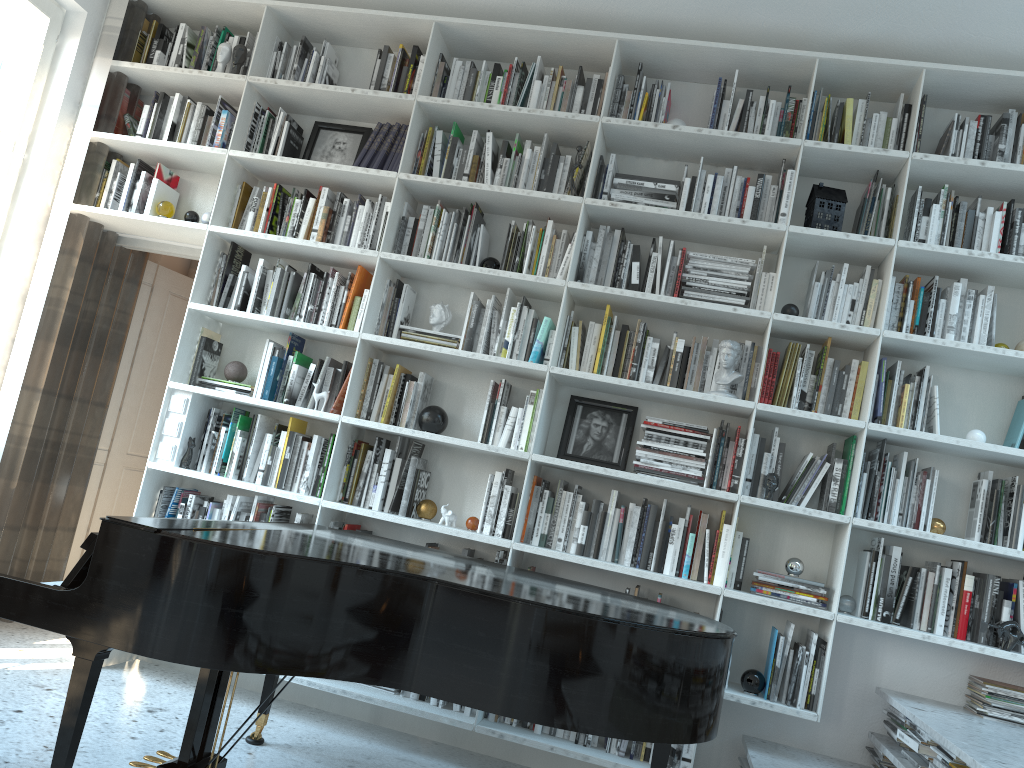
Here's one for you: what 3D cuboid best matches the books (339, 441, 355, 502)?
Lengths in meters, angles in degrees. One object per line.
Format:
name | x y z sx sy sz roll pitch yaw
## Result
books | -0.711 0.397 3.968 0.013 0.275 0.147 11 -7 12

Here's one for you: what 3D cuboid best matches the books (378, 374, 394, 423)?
books | -0.542 0.082 3.981 0.025 0.227 0.153 11 -7 12

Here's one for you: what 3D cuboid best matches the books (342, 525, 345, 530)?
books | -0.744 0.763 3.911 0.010 0.281 0.149 11 -7 12

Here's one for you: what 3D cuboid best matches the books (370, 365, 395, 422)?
books | -0.568 0.059 3.986 0.036 0.263 0.167 11 -7 12

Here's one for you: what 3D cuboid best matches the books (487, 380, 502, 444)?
books | -0.062 0.139 3.889 0.011 0.291 0.156 11 -7 12

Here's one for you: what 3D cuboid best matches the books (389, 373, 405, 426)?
books | -0.496 0.082 3.972 0.014 0.243 0.153 11 -7 12

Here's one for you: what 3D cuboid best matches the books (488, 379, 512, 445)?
books | -0.051 0.137 3.884 0.012 0.298 0.166 11 -7 12

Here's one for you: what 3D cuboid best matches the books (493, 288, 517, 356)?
books | -0.032 -0.247 3.935 0.010 0.329 0.173 11 -7 12

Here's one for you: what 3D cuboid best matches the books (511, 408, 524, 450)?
books | 0.038 0.208 3.851 0.024 0.188 0.172 11 -7 12

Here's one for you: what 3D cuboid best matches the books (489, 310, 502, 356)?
books | -0.069 -0.199 3.943 0.048 0.224 0.149 11 -7 12

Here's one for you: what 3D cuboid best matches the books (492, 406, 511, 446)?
books | -0.041 0.198 3.879 0.030 0.182 0.154 11 -7 12

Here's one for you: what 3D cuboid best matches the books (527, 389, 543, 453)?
books | 0.115 0.174 3.831 0.021 0.281 0.162 11 -7 12

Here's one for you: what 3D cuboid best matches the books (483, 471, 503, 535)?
books | -0.069 0.516 3.816 0.027 0.269 0.159 11 -7 12

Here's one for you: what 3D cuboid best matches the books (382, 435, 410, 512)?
books | -0.514 0.402 3.940 0.013 0.338 0.138 11 -7 12

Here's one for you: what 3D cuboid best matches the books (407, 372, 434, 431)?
books | -0.408 0.088 3.962 0.028 0.265 0.145 11 -7 12

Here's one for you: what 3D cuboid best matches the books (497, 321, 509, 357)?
books | -0.027 -0.173 3.937 0.025 0.189 0.140 11 -7 12

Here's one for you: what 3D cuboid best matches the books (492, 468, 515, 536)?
books | -0.036 0.512 3.820 0.014 0.290 0.132 11 -7 12

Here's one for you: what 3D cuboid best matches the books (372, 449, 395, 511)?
books | -0.545 0.428 3.915 0.027 0.268 0.185 11 -7 12

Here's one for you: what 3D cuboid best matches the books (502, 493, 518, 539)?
books | 0.006 0.570 3.815 0.031 0.194 0.142 11 -7 12

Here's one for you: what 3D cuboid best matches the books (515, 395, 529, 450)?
books | 0.059 0.182 3.841 0.012 0.244 0.171 11 -7 12

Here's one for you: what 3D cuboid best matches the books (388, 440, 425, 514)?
books | -0.462 0.414 3.903 0.050 0.327 0.167 11 -7 12

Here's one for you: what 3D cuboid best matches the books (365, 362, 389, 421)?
books | -0.595 0.049 4.000 0.026 0.274 0.154 11 -7 12

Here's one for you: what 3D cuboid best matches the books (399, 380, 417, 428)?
books | -0.443 0.105 3.950 0.028 0.216 0.175 11 -7 12

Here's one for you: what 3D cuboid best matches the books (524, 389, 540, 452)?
books | 0.099 0.172 3.832 0.011 0.278 0.188 11 -7 12

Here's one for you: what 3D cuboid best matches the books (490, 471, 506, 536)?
books | -0.048 0.517 3.826 0.010 0.277 0.155 11 -7 12

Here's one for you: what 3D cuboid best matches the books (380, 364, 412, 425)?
books | -0.516 0.060 3.958 0.026 0.274 0.190 11 -7 12

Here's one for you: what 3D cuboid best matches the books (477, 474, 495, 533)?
books | -0.102 0.519 3.832 0.012 0.253 0.161 11 -7 12

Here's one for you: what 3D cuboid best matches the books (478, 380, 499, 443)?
books | -0.100 0.134 3.889 0.012 0.284 0.160 11 -7 12

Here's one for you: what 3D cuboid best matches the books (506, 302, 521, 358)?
books | 0.021 -0.207 3.904 0.012 0.265 0.193 11 -7 12

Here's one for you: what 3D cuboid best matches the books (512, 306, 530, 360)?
books | 0.049 -0.197 3.907 0.023 0.259 0.170 11 -7 12

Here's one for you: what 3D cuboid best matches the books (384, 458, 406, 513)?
books | -0.506 0.452 3.922 0.028 0.240 0.136 11 -7 12

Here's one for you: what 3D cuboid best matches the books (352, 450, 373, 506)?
books | -0.637 0.422 3.937 0.042 0.247 0.163 11 -7 12

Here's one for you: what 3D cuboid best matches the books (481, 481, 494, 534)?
books | -0.090 0.536 3.835 0.015 0.225 0.148 11 -7 12

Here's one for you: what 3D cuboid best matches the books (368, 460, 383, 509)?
books | -0.573 0.450 3.920 0.021 0.215 0.172 11 -7 12

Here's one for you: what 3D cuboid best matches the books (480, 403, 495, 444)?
books | -0.093 0.185 3.875 0.025 0.186 0.154 11 -7 12

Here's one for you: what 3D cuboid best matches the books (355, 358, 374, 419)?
books | -0.647 0.035 4.017 0.012 0.284 0.160 11 -7 12

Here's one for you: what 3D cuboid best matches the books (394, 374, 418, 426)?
books | -0.472 0.087 3.983 0.028 0.247 0.143 11 -7 12

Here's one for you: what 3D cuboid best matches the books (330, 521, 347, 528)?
books | -0.799 0.752 3.929 0.012 0.284 0.160 11 -7 12

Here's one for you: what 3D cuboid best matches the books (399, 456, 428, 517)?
books | -0.433 0.453 3.890 0.027 0.260 0.163 11 -7 12

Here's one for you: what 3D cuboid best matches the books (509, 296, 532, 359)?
books | 0.037 -0.220 3.912 0.011 0.300 0.178 11 -7 12

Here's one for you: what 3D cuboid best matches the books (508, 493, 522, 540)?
books | 0.030 0.569 3.797 0.024 0.200 0.158 11 -7 12

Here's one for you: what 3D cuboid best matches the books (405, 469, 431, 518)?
books | -0.411 0.483 3.896 0.023 0.211 0.160 11 -7 12

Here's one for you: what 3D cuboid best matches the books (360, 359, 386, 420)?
books | -0.620 0.039 4.001 0.025 0.284 0.145 11 -7 12

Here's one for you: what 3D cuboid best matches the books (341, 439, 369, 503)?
books | -0.700 0.394 3.957 0.013 0.283 0.146 11 -7 12

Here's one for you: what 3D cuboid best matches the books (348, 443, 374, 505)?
books | -0.662 0.404 3.936 0.012 0.272 0.181 11 -7 12

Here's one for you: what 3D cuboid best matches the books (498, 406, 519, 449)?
books | -0.002 0.200 3.855 0.057 0.188 0.156 11 -7 12

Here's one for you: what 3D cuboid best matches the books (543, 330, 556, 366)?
books | 0.172 -0.133 3.889 0.027 0.181 0.142 11 -7 12

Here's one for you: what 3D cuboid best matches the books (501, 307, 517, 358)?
books | 0.001 -0.200 3.917 0.028 0.246 0.170 11 -7 12

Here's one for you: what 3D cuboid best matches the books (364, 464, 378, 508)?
books | -0.597 0.457 3.928 0.024 0.195 0.157 11 -7 12

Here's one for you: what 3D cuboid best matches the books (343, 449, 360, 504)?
books | -0.684 0.418 3.946 0.030 0.239 0.157 11 -7 12

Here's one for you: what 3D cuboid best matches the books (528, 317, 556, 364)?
books | 0.132 -0.166 3.883 0.060 0.227 0.179 11 -7 12

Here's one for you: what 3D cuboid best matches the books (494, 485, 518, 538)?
books | -0.024 0.548 3.803 0.029 0.220 0.153 11 -7 12

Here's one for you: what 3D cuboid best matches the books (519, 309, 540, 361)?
books | 0.074 -0.188 3.921 0.022 0.256 0.152 11 -7 12

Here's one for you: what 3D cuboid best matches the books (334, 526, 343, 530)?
books | -0.784 0.764 3.926 0.023 0.266 0.134 11 -7 12

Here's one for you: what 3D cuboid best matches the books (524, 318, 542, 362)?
books | 0.094 -0.166 3.915 0.026 0.219 0.150 11 -7 12

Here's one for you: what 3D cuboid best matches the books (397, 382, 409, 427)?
books | -0.461 0.106 3.958 0.011 0.207 0.180 11 -7 12

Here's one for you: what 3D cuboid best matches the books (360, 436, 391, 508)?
books | -0.604 0.395 3.934 0.014 0.313 0.166 11 -7 12

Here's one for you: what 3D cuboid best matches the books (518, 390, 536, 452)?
books | 0.081 0.174 3.845 0.027 0.269 0.178 11 -7 12
